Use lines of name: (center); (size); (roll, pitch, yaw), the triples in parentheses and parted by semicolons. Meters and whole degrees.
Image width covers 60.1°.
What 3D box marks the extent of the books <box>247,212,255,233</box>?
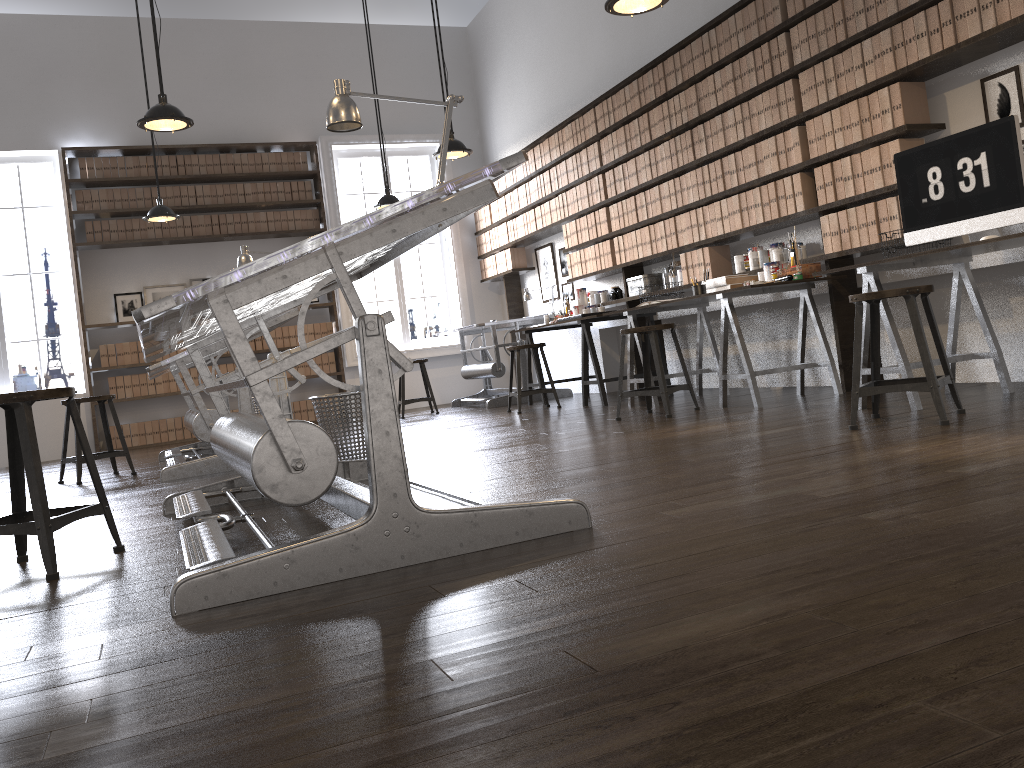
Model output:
books: (-2.769, -1.687, 9.375); (0.067, 0.226, 0.174); (-7, 0, -22)

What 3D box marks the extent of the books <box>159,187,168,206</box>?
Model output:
books: (-3.570, -1.891, 9.074); (0.067, 0.226, 0.174); (-7, 0, -22)

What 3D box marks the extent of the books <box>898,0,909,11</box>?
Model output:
books: (1.989, -1.952, 4.377); (0.175, 0.226, 0.066); (-7, -1, -22)

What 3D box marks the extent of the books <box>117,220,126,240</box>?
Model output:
books: (-3.923, -1.527, 8.906); (0.067, 0.226, 0.174); (-7, 0, -22)

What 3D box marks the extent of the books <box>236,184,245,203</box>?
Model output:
books: (-2.870, -1.988, 9.357); (0.067, 0.226, 0.174); (-7, 0, -22)

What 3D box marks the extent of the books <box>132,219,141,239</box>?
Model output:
books: (-3.794, -1.545, 8.953); (0.067, 0.226, 0.174); (-7, 0, -22)

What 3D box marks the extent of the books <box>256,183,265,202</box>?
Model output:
books: (-2.684, -2.014, 9.433); (0.067, 0.226, 0.174); (-7, 0, -22)

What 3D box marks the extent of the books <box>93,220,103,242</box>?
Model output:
books: (-4.121, -1.500, 8.819); (0.067, 0.226, 0.174); (-7, 0, -22)

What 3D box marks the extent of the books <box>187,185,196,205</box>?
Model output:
books: (-3.318, -1.926, 9.175); (0.067, 0.226, 0.174); (-7, 0, -22)

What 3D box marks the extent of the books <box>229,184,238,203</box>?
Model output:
books: (-2.936, -1.979, 9.334); (0.067, 0.226, 0.174); (-7, 0, -22)

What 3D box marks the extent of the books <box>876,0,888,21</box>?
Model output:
books: (1.940, -1.949, 4.502); (0.175, 0.226, 0.066); (-7, -1, -22)

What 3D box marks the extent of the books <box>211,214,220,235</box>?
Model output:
books: (-3.096, -1.642, 9.242); (0.067, 0.226, 0.174); (-7, 0, -22)

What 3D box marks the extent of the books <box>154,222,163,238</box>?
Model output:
books: (-3.608, -1.571, 9.031); (0.067, 0.226, 0.174); (-7, 0, -22)

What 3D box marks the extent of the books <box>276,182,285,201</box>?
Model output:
books: (-2.492, -2.040, 9.514); (0.067, 0.226, 0.174); (-7, 0, -22)

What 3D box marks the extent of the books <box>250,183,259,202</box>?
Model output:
books: (-2.747, -2.005, 9.412); (0.067, 0.226, 0.174); (-7, 0, -22)

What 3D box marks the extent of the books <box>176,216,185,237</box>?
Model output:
books: (-3.416, -1.597, 9.112); (0.067, 0.226, 0.174); (-7, 0, -22)

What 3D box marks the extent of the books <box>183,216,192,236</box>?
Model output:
books: (-3.348, -1.607, 9.136); (0.067, 0.226, 0.174); (-7, 0, -22)

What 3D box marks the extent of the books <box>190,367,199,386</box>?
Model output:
books: (-3.253, -0.054, 9.067); (0.067, 0.226, 0.174); (-7, 0, -22)

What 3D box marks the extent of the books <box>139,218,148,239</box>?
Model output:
books: (-3.734, -1.554, 8.982); (0.067, 0.226, 0.174); (-7, 0, -22)

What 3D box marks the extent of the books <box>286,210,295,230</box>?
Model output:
books: (-2.391, -1.739, 9.535); (0.067, 0.226, 0.174); (-7, 0, -22)

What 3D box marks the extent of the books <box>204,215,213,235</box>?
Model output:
books: (-3.166, -1.632, 9.219); (0.067, 0.226, 0.174); (-7, 0, -22)

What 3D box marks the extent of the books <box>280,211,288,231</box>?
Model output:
books: (-2.457, -1.730, 9.512); (0.067, 0.226, 0.174); (-7, 0, -22)

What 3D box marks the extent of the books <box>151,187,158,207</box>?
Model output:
books: (-3.636, -1.882, 9.041); (0.067, 0.226, 0.174); (-7, 0, -22)

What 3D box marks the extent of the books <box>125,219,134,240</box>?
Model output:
books: (-3.858, -1.536, 8.933); (0.067, 0.226, 0.174); (-7, 0, -22)

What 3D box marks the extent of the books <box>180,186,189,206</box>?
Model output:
books: (-3.383, -1.917, 9.144); (0.067, 0.226, 0.174); (-7, 0, -22)

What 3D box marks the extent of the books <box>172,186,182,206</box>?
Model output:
books: (-3.450, -1.908, 9.117); (0.067, 0.226, 0.174); (-7, 0, -22)

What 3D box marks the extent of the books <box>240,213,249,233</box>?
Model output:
books: (-2.833, -1.678, 9.355); (0.067, 0.226, 0.174); (-7, 0, -22)

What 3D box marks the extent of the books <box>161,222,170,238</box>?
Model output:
books: (-3.545, -1.580, 9.061); (0.067, 0.226, 0.174); (-7, 0, -22)

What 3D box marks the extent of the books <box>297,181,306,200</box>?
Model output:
books: (-2.291, -2.068, 9.602); (0.067, 0.226, 0.174); (-7, 0, -22)

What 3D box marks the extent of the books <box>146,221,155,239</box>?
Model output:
books: (-3.676, -1.561, 9.005); (0.067, 0.226, 0.174); (-7, 0, -22)

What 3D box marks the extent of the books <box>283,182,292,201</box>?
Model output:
books: (-2.428, -2.049, 9.545); (0.067, 0.226, 0.174); (-7, 0, -22)

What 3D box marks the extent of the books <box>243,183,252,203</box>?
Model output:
books: (-2.804, -1.997, 9.387); (0.067, 0.226, 0.174); (-7, 0, -22)

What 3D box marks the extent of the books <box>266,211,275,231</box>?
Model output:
books: (-2.584, -1.713, 9.453); (0.067, 0.226, 0.174); (-7, 0, -22)

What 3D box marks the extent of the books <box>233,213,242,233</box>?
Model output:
books: (-2.898, -1.669, 9.329); (0.067, 0.226, 0.174); (-7, 0, -22)

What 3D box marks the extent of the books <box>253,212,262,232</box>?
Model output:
books: (-2.709, -1.695, 9.405); (0.067, 0.226, 0.174); (-7, 0, -22)

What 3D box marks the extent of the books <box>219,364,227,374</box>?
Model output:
books: (-2.989, -0.090, 9.174); (0.067, 0.226, 0.174); (-7, 0, -22)

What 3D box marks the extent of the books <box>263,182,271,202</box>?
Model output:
books: (-2.624, -2.022, 9.464); (0.067, 0.226, 0.174); (-7, 0, -22)

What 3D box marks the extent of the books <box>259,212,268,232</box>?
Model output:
books: (-2.651, -1.703, 9.427); (0.067, 0.226, 0.174); (-7, 0, -22)

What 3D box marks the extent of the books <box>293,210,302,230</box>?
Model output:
books: (-2.324, -1.748, 9.559); (0.067, 0.226, 0.174); (-7, 0, -22)

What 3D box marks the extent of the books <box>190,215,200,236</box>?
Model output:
books: (-3.282, -1.616, 9.163); (0.067, 0.226, 0.174); (-7, 0, -22)

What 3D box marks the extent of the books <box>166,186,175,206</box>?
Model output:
books: (-3.509, -1.900, 9.097); (0.067, 0.226, 0.174); (-7, 0, -22)

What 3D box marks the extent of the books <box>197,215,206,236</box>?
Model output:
books: (-3.225, -1.624, 9.192); (0.067, 0.226, 0.174); (-7, 0, -22)

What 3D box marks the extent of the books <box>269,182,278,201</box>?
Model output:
books: (-2.559, -2.031, 9.491); (0.067, 0.226, 0.174); (-7, 0, -22)

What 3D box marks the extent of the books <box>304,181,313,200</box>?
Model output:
books: (-2.221, -2.078, 9.628); (0.067, 0.226, 0.174); (-7, 0, -22)

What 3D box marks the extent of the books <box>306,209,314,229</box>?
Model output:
books: (-2.206, -1.765, 9.612); (0.067, 0.226, 0.174); (-7, 0, -22)

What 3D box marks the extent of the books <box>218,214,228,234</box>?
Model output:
books: (-3.029, -1.651, 9.275); (0.067, 0.226, 0.174); (-7, 0, -22)

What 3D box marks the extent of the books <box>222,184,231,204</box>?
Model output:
books: (-3.001, -1.970, 9.310); (0.067, 0.226, 0.174); (-7, 0, -22)

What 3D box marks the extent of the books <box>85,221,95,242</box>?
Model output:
books: (-4.191, -1.490, 8.796); (0.067, 0.226, 0.174); (-7, 0, -22)

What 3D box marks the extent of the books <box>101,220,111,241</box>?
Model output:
books: (-4.054, -1.509, 8.853); (0.067, 0.226, 0.174); (-7, 0, -22)

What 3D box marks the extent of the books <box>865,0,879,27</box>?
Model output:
books: (1.914, -1.948, 4.567); (0.175, 0.226, 0.066); (-7, -1, -22)

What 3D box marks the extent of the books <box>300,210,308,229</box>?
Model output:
books: (-2.263, -1.757, 9.584); (0.067, 0.226, 0.174); (-7, 0, -22)

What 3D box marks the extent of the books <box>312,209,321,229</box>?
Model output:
books: (-2.142, -1.774, 9.640); (0.067, 0.226, 0.174); (-7, 0, -22)

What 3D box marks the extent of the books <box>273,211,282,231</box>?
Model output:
books: (-2.520, -1.721, 9.483); (0.067, 0.226, 0.174); (-7, 0, -22)

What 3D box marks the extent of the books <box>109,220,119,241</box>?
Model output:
books: (-3.987, -1.518, 8.875); (0.067, 0.226, 0.174); (-7, 0, -22)

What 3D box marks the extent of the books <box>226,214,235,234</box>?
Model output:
books: (-2.962, -1.660, 9.298); (0.067, 0.226, 0.174); (-7, 0, -22)

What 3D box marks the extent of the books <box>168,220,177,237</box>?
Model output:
books: (-3.482, -1.588, 9.089); (0.067, 0.226, 0.174); (-7, 0, -22)
